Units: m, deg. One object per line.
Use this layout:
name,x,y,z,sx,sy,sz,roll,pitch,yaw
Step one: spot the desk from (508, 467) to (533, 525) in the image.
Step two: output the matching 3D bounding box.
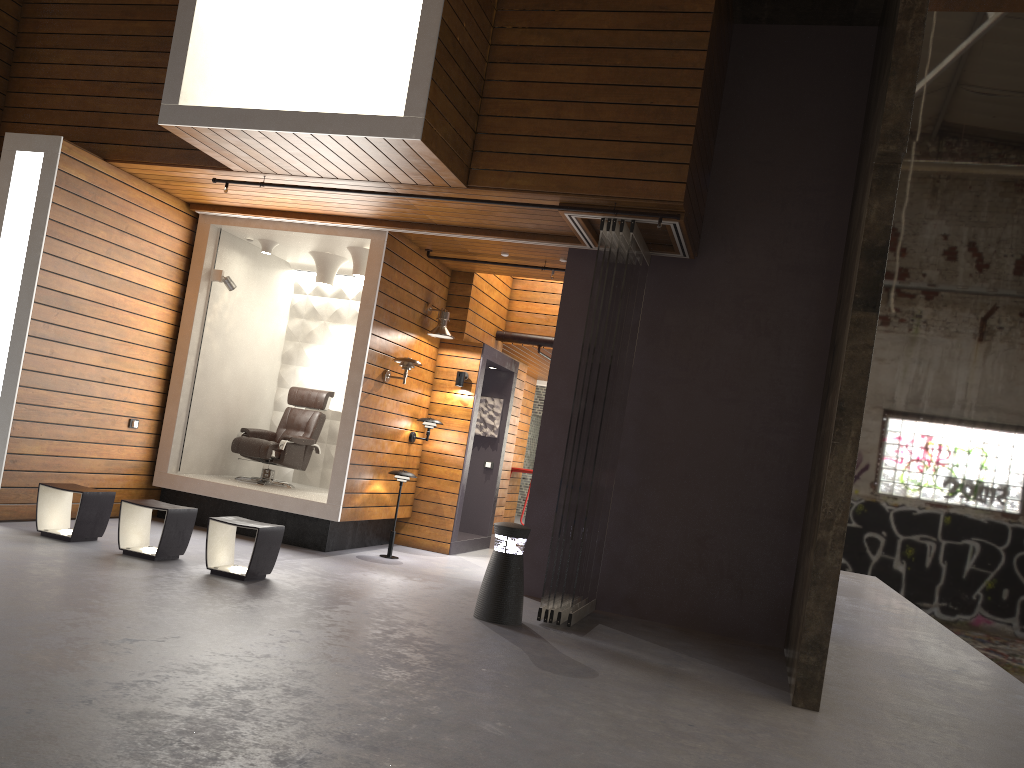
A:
desk,0.347,1.885,14.145,0.842,0.983,1.724,8,-4,17

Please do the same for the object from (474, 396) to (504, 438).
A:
object,-0.324,0.398,10.839,0.379,0.477,0.049,8,-2,16

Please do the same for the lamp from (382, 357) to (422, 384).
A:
lamp,-1.040,-0.128,8.458,0.351,0.270,0.289,8,-3,16

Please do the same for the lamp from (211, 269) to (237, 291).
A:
lamp,-2.830,-1.020,8.712,0.249,0.188,0.129,10,-3,-15

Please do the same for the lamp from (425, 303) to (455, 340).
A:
lamp,-0.741,-0.657,9.195,0.345,0.330,0.296,8,-3,18

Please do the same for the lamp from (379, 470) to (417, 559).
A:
lamp,-1.125,1.258,8.611,0.287,0.861,0.288,9,-2,2

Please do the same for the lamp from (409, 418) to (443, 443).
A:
lamp,-0.894,0.492,9.299,0.326,0.296,0.289,8,-3,16

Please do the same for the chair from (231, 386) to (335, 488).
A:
chair,-2.436,0.528,9.358,0.753,1.070,0.829,8,-3,31

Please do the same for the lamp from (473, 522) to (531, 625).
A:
lamp,-0.048,1.334,6.322,0.347,0.695,0.349,8,-2,22
